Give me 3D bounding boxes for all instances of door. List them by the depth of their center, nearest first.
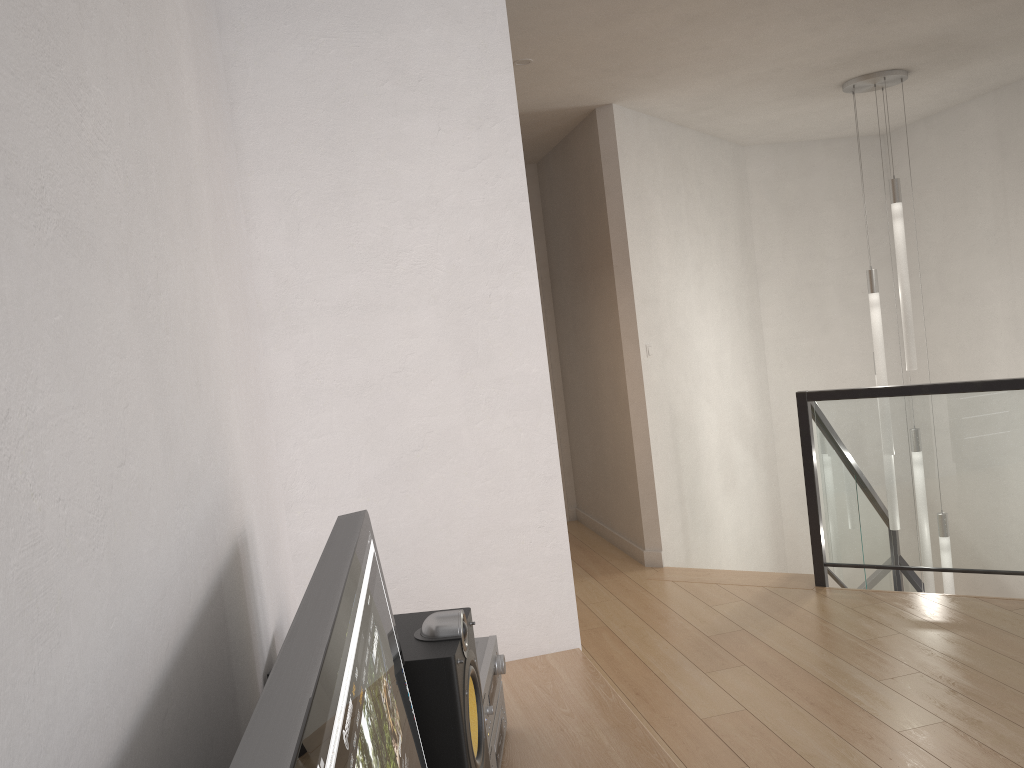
[{"bbox_3d":[-0.164,0.049,6.591,0.974,2.136,0.085,-7,3,-11],"label":"door"}]

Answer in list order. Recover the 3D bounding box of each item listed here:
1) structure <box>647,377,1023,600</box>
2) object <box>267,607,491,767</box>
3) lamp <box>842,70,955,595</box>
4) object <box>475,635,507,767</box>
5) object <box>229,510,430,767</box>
[{"bbox_3d":[3.402,1.960,5.067,4.190,4.339,2.823,-5,4,34],"label":"structure"},{"bbox_3d":[-0.165,0.498,1.229,0.249,0.354,0.198,-7,3,4],"label":"object"},{"bbox_3d":[2.243,-0.946,5.284,0.359,6.725,0.359,-5,4,25],"label":"lamp"},{"bbox_3d":[-0.148,0.570,1.500,0.270,0.174,0.285,-7,3,4],"label":"object"},{"bbox_3d":[-0.117,0.430,0.728,0.190,0.535,0.716,-7,3,-6],"label":"object"}]
